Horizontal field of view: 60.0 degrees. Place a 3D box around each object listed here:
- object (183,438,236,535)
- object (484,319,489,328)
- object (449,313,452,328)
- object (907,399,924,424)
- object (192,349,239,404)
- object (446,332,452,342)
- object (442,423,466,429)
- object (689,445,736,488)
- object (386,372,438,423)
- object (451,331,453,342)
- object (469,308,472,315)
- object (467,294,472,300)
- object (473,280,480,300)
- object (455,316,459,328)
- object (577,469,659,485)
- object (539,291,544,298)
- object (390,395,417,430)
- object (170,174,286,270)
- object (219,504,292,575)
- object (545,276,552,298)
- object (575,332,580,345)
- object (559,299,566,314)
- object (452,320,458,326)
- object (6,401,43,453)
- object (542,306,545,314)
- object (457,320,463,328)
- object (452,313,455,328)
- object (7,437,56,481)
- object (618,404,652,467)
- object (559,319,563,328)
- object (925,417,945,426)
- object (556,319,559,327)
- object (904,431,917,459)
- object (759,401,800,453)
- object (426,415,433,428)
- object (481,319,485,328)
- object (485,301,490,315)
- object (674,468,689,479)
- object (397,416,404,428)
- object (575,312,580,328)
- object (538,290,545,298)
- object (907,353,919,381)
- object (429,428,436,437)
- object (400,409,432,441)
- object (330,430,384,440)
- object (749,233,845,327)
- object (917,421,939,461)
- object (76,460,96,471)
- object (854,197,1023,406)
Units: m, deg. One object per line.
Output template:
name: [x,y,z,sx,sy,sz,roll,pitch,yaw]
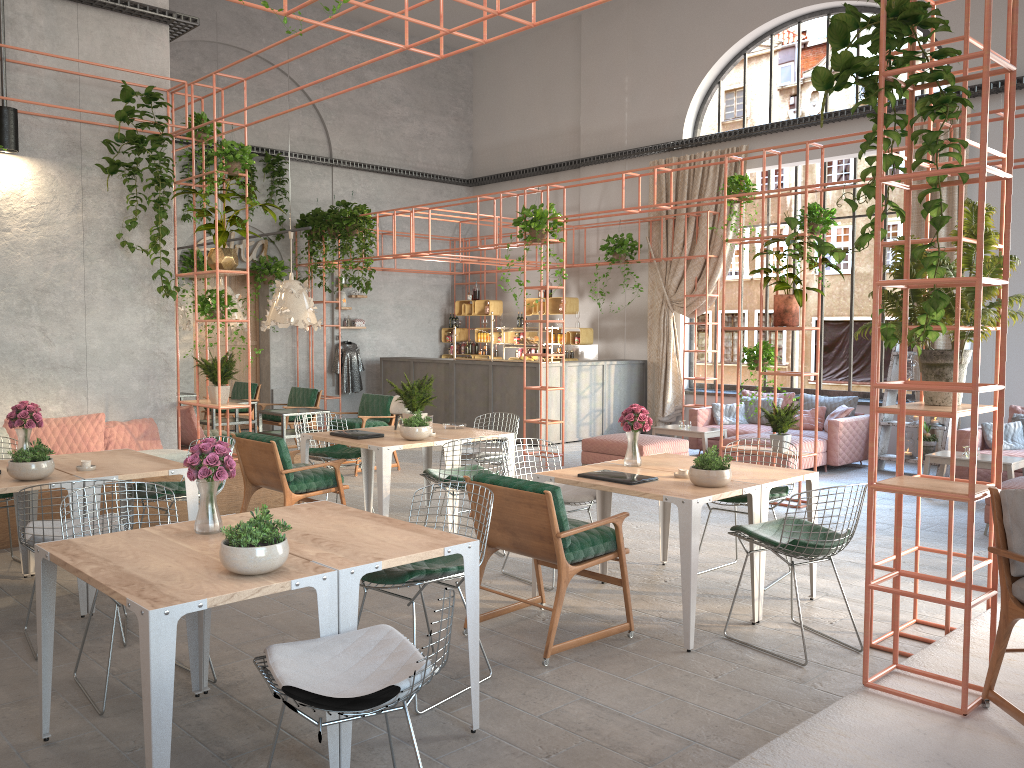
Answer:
object: [-1.308,0.440,3.851,0.225,0.414,0.213,3,4,39]
object: [-0.477,-1.131,16.624,0.083,0.159,0.083,-2,4,-34]
object: [-1.201,-1.243,17.358,0.066,0.291,0.066,1,4,16]
object: [4.955,0.339,10.865,0.223,0.297,0.223,-1,4,-24]
object: [-2.793,-0.071,8.428,0.438,0.527,0.368,-3,5,-43]
object: [-1.223,-0.922,17.416,0.131,0.207,0.131,0,3,1]
object: [-0.518,0.378,7.979,0.218,0.041,0.218,-2,4,-35]
object: [1.151,0.478,5.154,0.247,0.247,0.252,-3,5,-44]
object: [-0.832,0.160,7.583,0.438,0.527,0.368,-3,5,-43]
object: [-1.124,-0.940,17.293,0.072,0.248,0.094,-3,5,-44]
object: [-0.755,-1.383,16.928,0.123,0.142,0.141,-3,5,-44]
object: [-0.807,-1.654,16.912,0.088,0.123,0.088,1,4,13]
object: [-0.682,-1.790,16.980,0.134,0.386,0.134,0,3,-10]
object: [-1.085,-1.249,17.466,0.066,0.291,0.066,0,3,-4]
object: [0.640,0.570,5.384,0.268,0.031,0.427,-3,5,-44]
object: [0.517,-1.568,15.524,0.088,0.123,0.088,1,4,13]
object: [-0.966,0.259,7.888,0.241,0.313,0.241,0,3,1]
object: [-2.658,-1.536,8.351,0.934,0.947,0.903,1,3,8]
object: [-0.940,0.562,3.232,0.247,0.247,0.252,-3,5,-44]
object: [0.642,-1.703,15.592,0.134,0.386,0.134,3,4,35]
object: [1.130,-0.770,14.971,0.131,0.207,0.131,0,3,1]
object: [0.876,-1.340,15.305,0.137,0.261,0.137,0,3,-8]
object: [-1.117,-1.167,17.295,0.115,0.147,0.115,0,3,1]
object: [-3.198,0.316,5.832,0.225,0.414,0.213,3,4,39]
object: [0.569,-1.296,15.540,0.123,0.142,0.141,-3,5,-44]
object: [-1.021,-1.172,17.385,0.115,0.147,0.115,0,3,1]
object: [-1.145,-1.246,17.411,0.066,0.291,0.066,-2,4,-37]
object: [-2.825,0.439,5.208,0.248,0.247,0.254,-3,5,-44]
object: [0.814,0.337,5.870,0.225,0.414,0.213,3,4,39]
object: [0.847,-1.044,15.237,0.083,0.159,0.083,0,3,1]
object: [5.095,0.284,10.668,0.216,0.430,0.219,3,4,40]
object: [0.784,-1.049,15.302,0.083,0.159,0.083,0,3,1]
object: [4.826,0.742,10.814,0.208,0.320,0.192,-3,4,-38]
object: [2.707,0.420,8.907,0.438,0.527,0.368,-3,5,-43]
object: [-0.751,0.342,7.912,0.095,0.119,0.095,-1,4,-19]
object: [-0.540,-1.135,16.690,0.083,0.159,0.083,-2,4,-34]
object: [-0.448,-1.427,16.693,0.137,0.261,0.137,0,3,-8]
object: [1.050,0.545,5.435,0.115,0.073,0.115,3,5,41]
object: [-0.924,0.321,8.042,0.210,0.154,0.165,3,4,36]
object: [1.118,-1.094,15.129,0.075,0.273,0.075,3,4,35]
object: [0.536,-1.671,15.758,0.134,0.301,0.134,3,4,35]
object: [4.945,-0.210,11.027,0.216,0.500,0.216,-1,3,-11]
object: [-0.697,0.398,7.453,0.115,0.078,0.115,-3,4,-38]
object: [-0.781,0.328,7.152,0.248,0.247,0.254,-3,5,-44]
object: [-1.292,0.420,7.382,0.268,0.031,0.427,-3,5,-44]
object: [2.824,-1.042,8.804,0.923,0.946,0.924,1,4,12]
object: [4.975,0.680,10.611,0.236,0.464,0.225,2,4,24]
object: [-2.677,0.505,5.571,0.115,0.078,0.115,-3,4,-38]
object: [2.376,-0.432,4.848,0.894,1.100,0.900,-1,4,-14]
